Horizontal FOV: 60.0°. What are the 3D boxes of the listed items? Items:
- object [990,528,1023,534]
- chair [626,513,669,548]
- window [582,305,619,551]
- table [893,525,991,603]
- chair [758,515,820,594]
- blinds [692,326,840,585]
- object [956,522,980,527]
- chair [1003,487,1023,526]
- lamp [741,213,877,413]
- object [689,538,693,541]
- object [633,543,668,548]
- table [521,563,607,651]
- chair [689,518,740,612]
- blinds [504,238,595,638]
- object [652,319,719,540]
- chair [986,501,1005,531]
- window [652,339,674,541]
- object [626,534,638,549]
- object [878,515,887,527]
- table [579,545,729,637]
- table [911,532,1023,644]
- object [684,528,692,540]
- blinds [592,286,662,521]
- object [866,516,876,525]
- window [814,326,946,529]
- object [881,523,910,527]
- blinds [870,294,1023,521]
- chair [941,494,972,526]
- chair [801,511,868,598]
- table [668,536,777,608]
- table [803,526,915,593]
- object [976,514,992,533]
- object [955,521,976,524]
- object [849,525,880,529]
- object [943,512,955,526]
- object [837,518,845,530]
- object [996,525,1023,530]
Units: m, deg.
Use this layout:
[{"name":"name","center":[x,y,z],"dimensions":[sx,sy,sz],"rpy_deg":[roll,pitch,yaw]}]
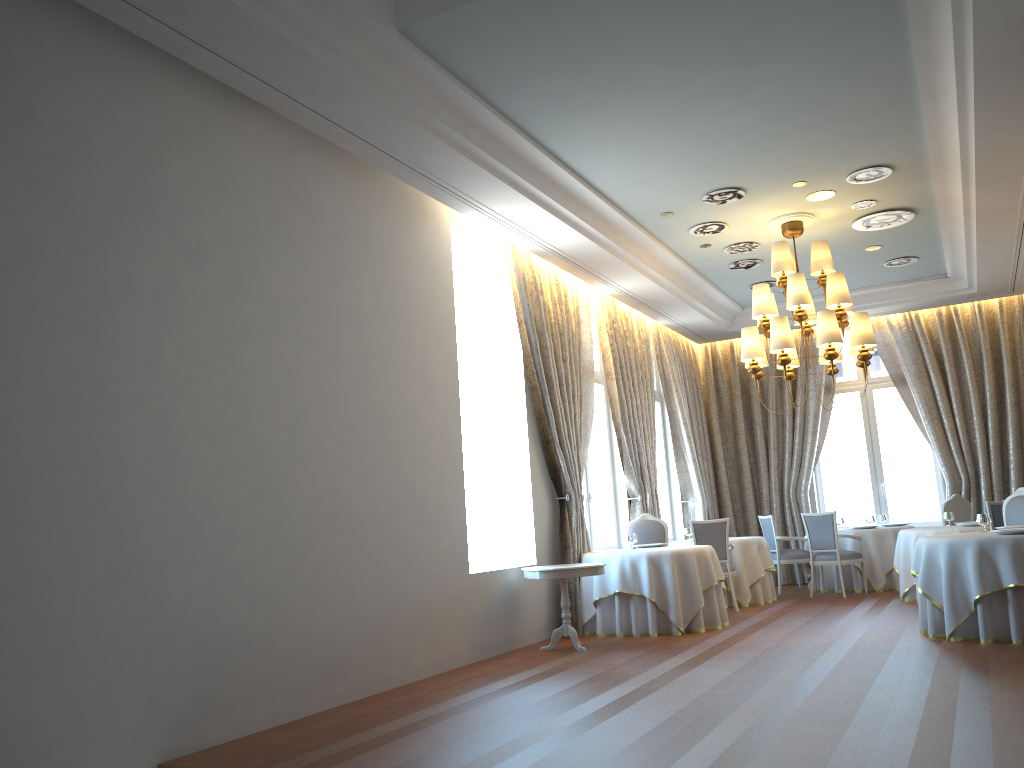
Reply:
[{"name":"object","center":[4.186,1.215,7.328],"dimensions":[0.419,0.036,0.419],"rpy_deg":[-8,-10,25]},{"name":"chair","center":[1.661,2.144,10.473],"dimensions":[0.563,1.233,0.690],"rpy_deg":[-4,-9,2]},{"name":"window","center":[0.916,0.472,11.153],"dimensions":[0.259,3.306,1.882],"rpy_deg":[-8,-10,26]},{"name":"table","center":[5.456,2.132,10.538],"dimensions":[1.663,0.890,1.667],"rpy_deg":[-12,-12,40]},{"name":"chair","center":[4.003,2.441,12.847],"dimensions":[0.629,1.108,0.650],"rpy_deg":[-2,-9,-8]},{"name":"blinds","center":[4.225,0.839,14.465],"dimensions":[2.535,4.901,0.386],"rpy_deg":[-8,-10,27]},{"name":"object","center":[5.355,1.617,10.224],"dimensions":[0.419,0.036,0.419],"rpy_deg":[-8,-10,25]},{"name":"chair","center":[4.738,1.626,8.531],"dimensions":[0.690,1.233,0.563],"rpy_deg":[-2,-10,-13]},{"name":"lamp","center":[3.171,-0.778,9.678],"dimensions":[1.373,2.121,1.373],"rpy_deg":[1,-10,-25]},{"name":"object","center":[2.516,2.025,11.591],"dimensions":[0.419,0.036,0.419],"rpy_deg":[-8,-10,25]},{"name":"object","center":[1.577,1.840,10.100],"dimensions":[0.419,0.036,0.419],"rpy_deg":[-8,-10,25]},{"name":"table","center":[0.514,2.129,8.385],"dimensions":[0.761,0.801,0.760],"rpy_deg":[0,-10,-23]},{"name":"chair","center":[2.434,2.226,10.923],"dimensions":[0.650,1.108,0.629],"rpy_deg":[-4,-9,2]},{"name":"blinds","center":[0.593,0.331,9.962],"dimensions":[0.315,4.930,2.204],"rpy_deg":[-8,-10,27]},{"name":"object","center":[2.820,0.900,14.002],"dimensions":[0.386,4.901,2.121],"rpy_deg":[-8,-10,27]},{"name":"chair","center":[5.271,1.821,9.577],"dimensions":[0.650,1.108,0.629],"rpy_deg":[-3,-9,-3]},{"name":"window","center":[1.996,0.753,13.277],"dimensions":[0.196,3.306,1.881],"rpy_deg":[-8,-10,27]},{"name":"object","center":[1.339,1.755,9.882],"dimensions":[0.128,0.165,0.128],"rpy_deg":[-5,-9,9]},{"name":"object","center":[5.433,2.003,12.999],"dimensions":[0.128,0.165,0.128],"rpy_deg":[-8,-10,27]},{"name":"table","center":[1.478,2.241,9.635],"dimensions":[1.663,0.890,1.667],"rpy_deg":[-6,-10,16]},{"name":"table","center":[4.374,1.731,7.673],"dimensions":[1.663,0.890,1.667],"rpy_deg":[-6,-10,16]},{"name":"object","center":[2.469,2.091,12.369],"dimensions":[0.128,0.165,0.128],"rpy_deg":[-8,-10,27]},{"name":"blinds","center":[1.750,0.611,12.113],"dimensions":[0.335,4.969,2.257],"rpy_deg":[-8,-10,27]},{"name":"object","center":[5.131,1.970,12.678],"dimensions":[0.128,0.165,0.128],"rpy_deg":[-8,-10,27]},{"name":"window","center":[5.723,0.658,14.167],"dimensions":[1.881,3.306,0.196],"rpy_deg":[-8,-10,27]},{"name":"object","center":[5.479,2.011,12.666],"dimensions":[0.419,0.036,0.419],"rpy_deg":[-8,-10,25]},{"name":"blinds","center":[6.766,0.462,13.172],"dimensions":[2.476,4.901,0.386],"rpy_deg":[-8,-10,27]},{"name":"chair","center":[5.790,2.114,11.912],"dimensions":[0.563,1.233,0.690],"rpy_deg":[0,-10,-23]},{"name":"chair","center":[4.288,2.264,11.883],"dimensions":[0.650,1.108,0.629],"rpy_deg":[-12,-12,41]},{"name":"table","center":[2.704,2.543,11.952],"dimensions":[1.667,0.890,1.663],"rpy_deg":[-7,-10,21]},{"name":"table","center":[5.068,2.525,12.769],"dimensions":[1.663,0.890,1.667],"rpy_deg":[5,-13,-43]},{"name":"object","center":[4.294,1.264,8.063],"dimensions":[0.128,0.165,0.128],"rpy_deg":[2,-11,-32]},{"name":"object","center":[5.700,1.716,10.962],"dimensions":[0.419,0.036,0.419],"rpy_deg":[-8,-10,25]},{"name":"object","center":[4.939,2.003,12.407],"dimensions":[0.419,0.036,0.419],"rpy_deg":[-8,-10,25]},{"name":"object","center":[5.391,1.666,10.934],"dimensions":[0.128,0.165,0.128],"rpy_deg":[-8,-10,27]},{"name":"object","center":[4.701,2.002,12.704],"dimensions":[0.128,0.165,0.128],"rpy_deg":[-8,-10,27]},{"name":"object","center":[4.635,1.308,8.071],"dimensions":[0.419,0.036,0.419],"rpy_deg":[-8,-10,25]}]
